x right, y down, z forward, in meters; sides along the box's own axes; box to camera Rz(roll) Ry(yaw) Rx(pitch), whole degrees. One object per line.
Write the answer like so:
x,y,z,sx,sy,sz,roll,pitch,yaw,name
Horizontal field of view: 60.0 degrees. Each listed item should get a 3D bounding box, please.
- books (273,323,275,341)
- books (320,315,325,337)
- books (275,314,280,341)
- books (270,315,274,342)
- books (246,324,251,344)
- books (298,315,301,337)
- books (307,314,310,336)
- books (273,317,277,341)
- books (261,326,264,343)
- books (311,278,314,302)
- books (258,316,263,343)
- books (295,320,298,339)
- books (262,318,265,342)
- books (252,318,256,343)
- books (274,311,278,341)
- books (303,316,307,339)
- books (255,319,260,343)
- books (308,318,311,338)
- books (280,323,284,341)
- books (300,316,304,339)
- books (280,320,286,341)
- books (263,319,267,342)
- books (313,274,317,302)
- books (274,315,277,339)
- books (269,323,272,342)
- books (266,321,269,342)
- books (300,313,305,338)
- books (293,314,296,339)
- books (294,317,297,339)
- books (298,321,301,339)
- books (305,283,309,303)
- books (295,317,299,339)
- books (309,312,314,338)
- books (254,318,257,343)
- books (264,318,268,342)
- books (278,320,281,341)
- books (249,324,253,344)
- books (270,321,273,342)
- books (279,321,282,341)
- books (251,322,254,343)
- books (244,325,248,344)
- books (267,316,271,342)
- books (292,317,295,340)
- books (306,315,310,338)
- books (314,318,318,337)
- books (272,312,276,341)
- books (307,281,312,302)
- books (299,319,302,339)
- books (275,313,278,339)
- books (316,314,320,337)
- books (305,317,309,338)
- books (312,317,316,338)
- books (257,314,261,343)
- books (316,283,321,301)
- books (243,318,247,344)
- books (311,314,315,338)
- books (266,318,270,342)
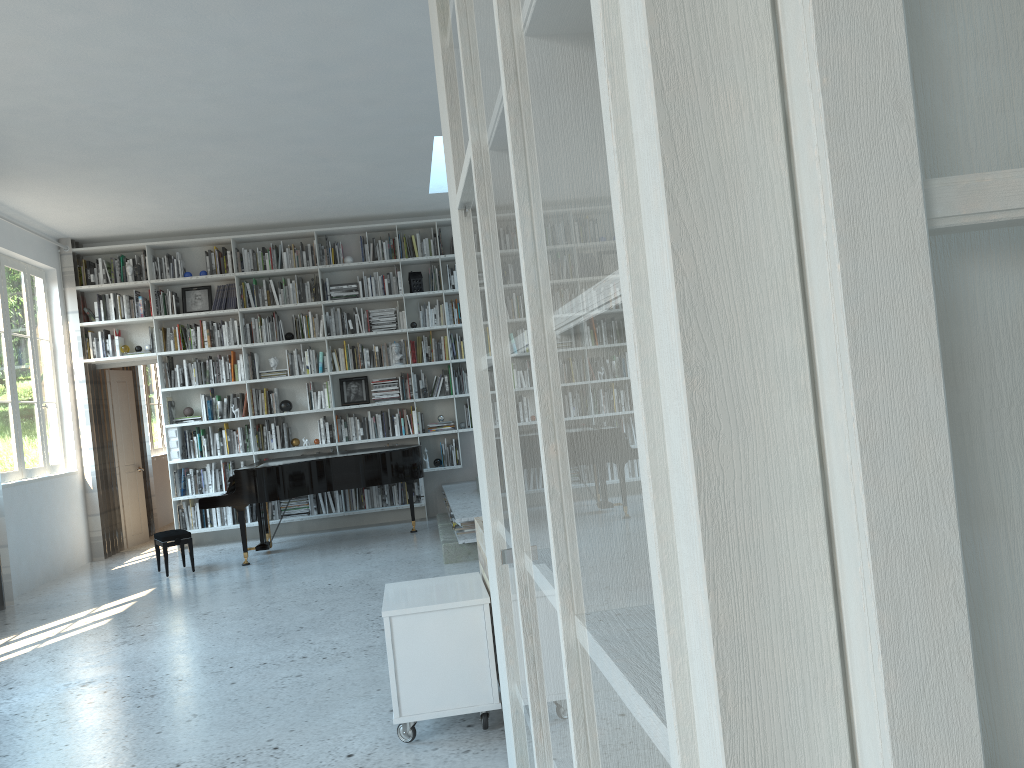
-2.483,-0.535,9.295,0.012,0.217,0.133,-6,0,-7,books
-1.988,-0.597,9.310,0.064,0.237,0.209,-6,0,-7,books
-2.439,-0.575,9.269,0.011,0.287,0.189,-6,0,-7,books
-2.495,-0.572,9.269,0.011,0.291,0.176,-6,0,-7,books
-2.740,-0.512,9.266,0.029,0.225,0.136,-6,0,-7,books
-2.220,-0.588,9.321,0.009,0.266,0.149,-6,0,-7,books
-2.129,-0.597,9.322,0.004,0.265,0.142,-6,0,-7,books
-2.469,-0.559,9.277,0.010,0.262,0.158,-6,0,-7,books
-2.592,-0.509,9.268,0.029,0.187,0.149,-6,0,-7,books
-2.089,-0.968,9.324,0.055,0.264,0.167,-6,0,-7,books
-2.614,-0.555,9.249,0.010,0.283,0.184,-6,0,-7,books
-2.253,-0.560,9.312,0.013,0.216,0.149,-6,0,-7,books
-2.576,-0.549,9.246,0.009,0.263,0.189,-6,0,-7,books
-2.678,-0.546,9.252,0.026,0.279,0.151,-6,0,-7,books
-2.461,-0.595,9.289,0.005,0.331,0.161,-6,0,-7,books
-2.160,-0.584,9.294,0.013,0.244,0.189,-6,0,-7,books
-2.641,-0.542,9.254,0.024,0.262,0.177,-6,0,-7,books
-2.122,-0.592,9.316,0.006,0.253,0.180,-6,0,-7,books
-2.410,-0.539,9.297,0.004,0.209,0.132,-6,0,-7,books
-2.206,-0.594,9.312,0.005,0.275,0.157,-6,0,-7,books
-2.394,-0.552,9.292,0.031,0.232,0.148,-6,0,-7,books
-2.565,-0.544,9.249,0.012,0.251,0.184,-6,0,-7,books
-2.076,-0.989,9.325,0.058,0.302,0.175,-6,0,-7,books
-2.466,-0.587,9.291,0.005,0.316,0.157,-6,0,-7,books
-2.512,-0.528,9.261,0.011,0.209,0.181,-6,0,-7,books
-2.547,-0.548,9.274,0.011,0.256,0.152,-6,0,-7,books
-2.189,-0.602,9.325,0.033,0.287,0.155,-6,0,-7,books
-2.279,-0.587,9.320,0.012,0.276,0.129,-6,0,-7,books
-2.261,-0.571,9.294,0.005,0.240,0.173,-6,0,-7,books
-2.225,-0.554,9.312,0.011,0.200,0.162,-6,0,-7,books
-2.149,-0.941,9.320,0.022,0.222,0.161,-6,0,-7,books
-2.242,-0.571,9.287,0.005,0.236,0.178,-6,0,-7,books
-2.102,-0.609,9.318,0.022,0.284,0.190,-6,0,-7,books
-2.659,-0.547,9.251,0.012,0.276,0.157,-6,0,-7,books
-2.557,-0.550,9.274,0.010,0.261,0.169,-6,0,-7,books
-2.431,-0.550,9.304,0.009,0.237,0.134,-6,0,-7,books
-2.713,-0.512,9.268,0.024,0.219,0.140,-6,0,-7,books
-2.505,-0.538,9.287,0.011,0.226,0.129,-6,0,-7,books
-2.419,-0.542,9.298,0.012,0.218,0.151,-6,0,-7,books
-2.695,-0.525,9.257,0.012,0.240,0.134,-6,0,-7,books
-2.758,-0.502,9.239,0.015,0.208,0.186,-6,0,-7,books
-2.527,-0.562,9.267,0.011,0.279,0.169,-6,0,-7,books
-2.285,-0.575,9.311,0.005,0.254,0.161,-6,0,-7,books
-2.139,-0.590,9.321,0.017,0.253,0.139,-6,0,-7,books
-2.056,-0.579,9.333,0.024,0.216,0.142,-6,0,-7,books
-2.479,-0.588,9.284,0.004,0.321,0.153,-6,0,-7,books
-2.128,-0.950,9.338,0.024,0.237,0.153,-6,0,-7,books
-2.206,-0.565,9.290,0.006,0.216,0.181,-6,0,-7,books
-2.454,-0.583,9.288,0.005,0.305,0.162,-6,0,-7,books
-2.034,-0.602,9.327,0.022,0.257,0.155,-6,0,-7,books
-2.152,-0.580,9.331,0.011,0.236,0.130,-6,0,-7,books
-2.074,-0.584,9.331,0.011,0.229,0.165,-6,0,-7,books
-2.629,-0.570,9.269,0.011,0.317,0.154,-6,0,-7,books
-2.031,-0.948,9.355,0.028,0.212,0.134,-6,0,-7,books
-2.777,-0.539,9.254,0.012,0.285,0.159,-6,0,-7,books
-2.085,-0.597,9.326,0.010,0.257,0.140,-6,0,-7,books
-2.535,-0.552,9.260,0.009,0.261,0.180,-6,0,-7,books
